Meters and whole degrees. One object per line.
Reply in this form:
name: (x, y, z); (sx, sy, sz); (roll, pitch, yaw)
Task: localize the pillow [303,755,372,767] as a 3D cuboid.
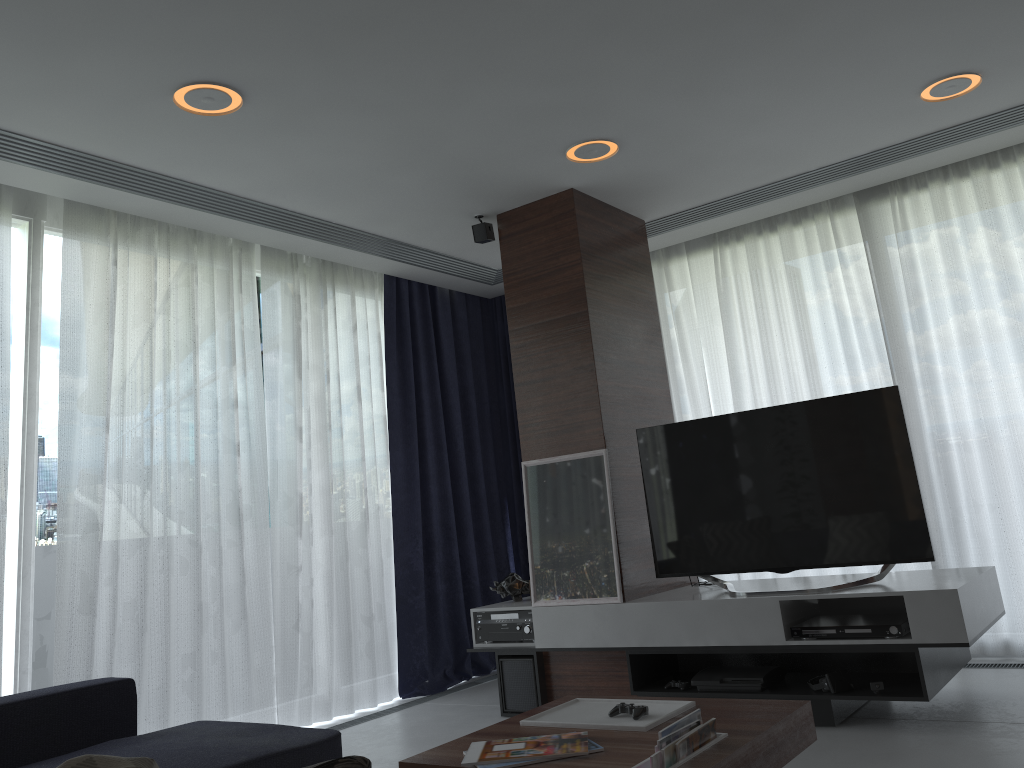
pillow: (-0.308, 0.574, 0.884); (0.415, 0.393, 0.217); (-7, -13, 5)

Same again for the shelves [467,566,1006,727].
shelves: (0.973, 1.232, 4.169); (2.325, 0.509, 0.866); (-13, -12, 34)

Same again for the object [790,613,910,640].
object: (1.394, 0.981, 3.572); (0.426, 0.054, 0.333); (-13, -11, 35)

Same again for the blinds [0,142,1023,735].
blinds: (0.081, -0.161, 2.252); (5.731, 2.827, 7.090); (-14, -13, 38)

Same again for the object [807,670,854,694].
object: (1.264, 1.189, 3.552); (0.117, 0.080, 0.180); (-1, -11, -24)

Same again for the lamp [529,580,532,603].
lamp: (0.130, 1.014, 4.536); (0.077, 0.215, 0.150); (-5, -12, -6)

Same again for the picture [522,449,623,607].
picture: (0.277, 0.698, 4.265); (0.495, 0.714, 0.052); (-14, -16, 34)

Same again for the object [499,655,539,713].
object: (0.105, 1.472, 4.383); (0.211, 0.256, 0.252); (-14, -14, 35)

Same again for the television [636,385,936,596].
television: (1.154, 0.502, 3.907); (1.217, 0.802, 0.295); (-13, -15, 34)

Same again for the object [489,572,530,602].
object: (0.034, 1.095, 4.778); (0.311, 0.153, 0.134); (-5, -12, -7)

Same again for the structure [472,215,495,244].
structure: (-0.159, -0.843, 4.851); (0.084, 0.145, 0.113); (-12, -13, 25)

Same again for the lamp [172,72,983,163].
lamp: (2.454, -1.793, 0.980); (9.531, 0.086, 5.279); (-10, -10, 21)

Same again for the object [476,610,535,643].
object: (0.065, 1.238, 4.581); (0.365, 0.153, 0.366); (-13, -12, 35)

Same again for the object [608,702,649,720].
object: (0.327, 0.906, 2.459); (0.070, 0.037, 0.111); (3, -13, -41)

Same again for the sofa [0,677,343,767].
sofa: (-0.763, 1.004, 1.974); (2.843, 0.620, 1.884); (-13, -12, 35)

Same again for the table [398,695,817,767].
table: (0.283, 1.078, 2.300); (0.792, 0.359, 0.799); (-13, -12, 35)

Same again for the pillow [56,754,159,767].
pillow: (-0.668, 0.696, 1.217); (0.418, 0.358, 0.275); (-4, -12, -11)

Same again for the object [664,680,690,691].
object: (0.730, 1.321, 3.882); (0.070, 0.037, 0.111); (3, -13, -41)

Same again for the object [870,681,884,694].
object: (1.401, 1.164, 3.383); (0.043, 0.044, 0.043); (-14, -14, 35)

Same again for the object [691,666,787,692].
object: (0.983, 1.265, 3.812); (0.311, 0.069, 0.311); (-13, -12, 35)

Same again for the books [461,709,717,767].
books: (3.818, 0.437, 1.227); (8.208, 0.380, 0.399); (-8, -12, 14)
